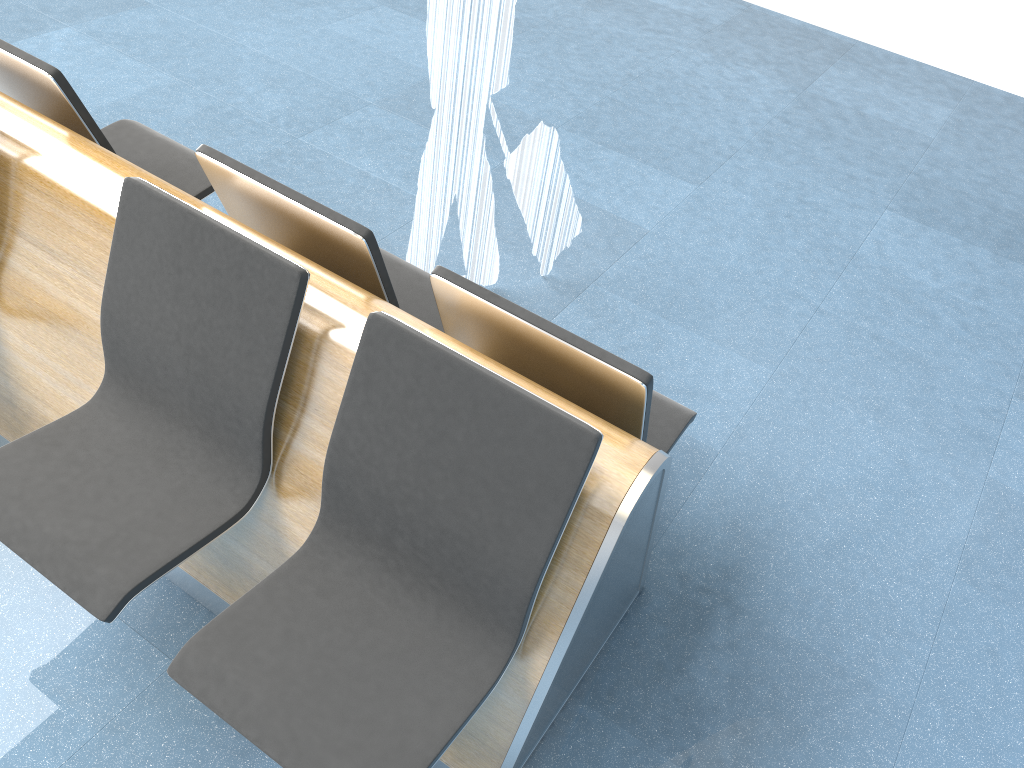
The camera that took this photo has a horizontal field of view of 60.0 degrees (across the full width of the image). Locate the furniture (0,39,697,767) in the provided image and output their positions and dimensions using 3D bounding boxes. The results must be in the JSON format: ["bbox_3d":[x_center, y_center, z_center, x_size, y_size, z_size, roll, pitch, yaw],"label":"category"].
[{"bbox_3d":[-0.734,-0.120,2.173,2.281,0.896,1.301,29,45,19],"label":"furniture"}]
